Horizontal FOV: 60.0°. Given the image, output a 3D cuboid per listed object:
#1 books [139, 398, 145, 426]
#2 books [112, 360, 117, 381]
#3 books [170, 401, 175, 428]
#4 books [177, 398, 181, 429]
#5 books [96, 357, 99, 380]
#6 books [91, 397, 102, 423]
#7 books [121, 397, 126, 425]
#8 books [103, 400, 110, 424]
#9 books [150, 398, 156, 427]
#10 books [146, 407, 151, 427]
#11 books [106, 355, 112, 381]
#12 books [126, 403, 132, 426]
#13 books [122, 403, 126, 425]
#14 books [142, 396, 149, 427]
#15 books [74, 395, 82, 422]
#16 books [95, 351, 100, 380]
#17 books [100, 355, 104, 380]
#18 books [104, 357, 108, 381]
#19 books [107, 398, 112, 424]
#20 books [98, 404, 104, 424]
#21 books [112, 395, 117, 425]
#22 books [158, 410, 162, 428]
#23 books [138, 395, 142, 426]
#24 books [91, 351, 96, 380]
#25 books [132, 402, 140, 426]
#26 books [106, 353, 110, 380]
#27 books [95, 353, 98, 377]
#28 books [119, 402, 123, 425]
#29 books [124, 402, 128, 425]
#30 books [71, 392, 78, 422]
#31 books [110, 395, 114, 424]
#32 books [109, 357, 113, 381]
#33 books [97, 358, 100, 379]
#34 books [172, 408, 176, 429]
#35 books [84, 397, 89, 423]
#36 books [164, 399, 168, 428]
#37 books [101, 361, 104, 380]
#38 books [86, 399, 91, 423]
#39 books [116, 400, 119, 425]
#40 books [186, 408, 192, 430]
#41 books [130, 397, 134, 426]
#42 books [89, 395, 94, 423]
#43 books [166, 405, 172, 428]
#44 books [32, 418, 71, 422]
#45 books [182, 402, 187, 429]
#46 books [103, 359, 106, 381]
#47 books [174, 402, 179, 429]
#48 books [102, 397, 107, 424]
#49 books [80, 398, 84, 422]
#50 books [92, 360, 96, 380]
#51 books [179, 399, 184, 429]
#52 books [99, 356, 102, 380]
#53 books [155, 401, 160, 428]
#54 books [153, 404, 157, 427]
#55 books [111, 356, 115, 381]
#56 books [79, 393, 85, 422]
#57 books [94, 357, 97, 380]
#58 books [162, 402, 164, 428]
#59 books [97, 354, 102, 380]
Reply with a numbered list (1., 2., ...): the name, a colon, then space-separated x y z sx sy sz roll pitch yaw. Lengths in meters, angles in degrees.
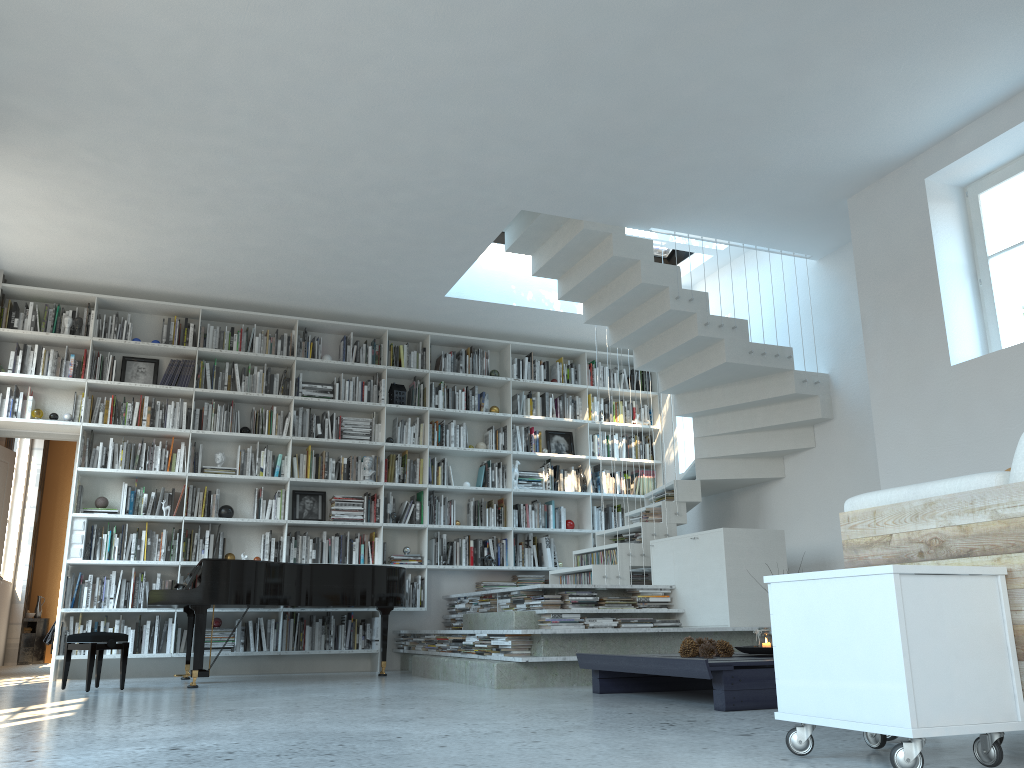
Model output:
1. books: -3.170 0.272 7.595 0.023 0.270 0.187 5 -16 -21
2. books: -3.403 -0.077 7.588 0.012 0.213 0.186 5 -16 -21
3. books: -2.948 0.297 7.682 0.022 0.262 0.175 5 -16 -21
4. books: -2.894 0.287 7.699 0.012 0.290 0.182 5 -16 -21
5. books: -3.525 -0.095 7.547 0.009 0.228 0.185 5 -16 -21
6. books: -3.508 0.252 7.483 0.062 0.257 0.153 5 -16 -21
7. books: -3.315 0.260 7.558 0.012 0.276 0.151 5 -16 -21
8. books: -3.427 0.270 7.499 0.030 0.229 0.172 5 -16 -21
9. books: -3.099 0.277 7.643 0.025 0.285 0.161 5 -16 -21
10. books: -3.114 0.311 7.598 0.029 0.195 0.192 5 -16 -21
11. books: -3.441 -0.102 7.579 0.023 0.257 0.184 5 -16 -21
12. books: -3.266 0.290 7.557 0.031 0.216 0.173 5 -16 -21
13. books: -3.298 0.287 7.545 0.014 0.217 0.164 5 -16 -21
14. books: -3.143 0.266 7.602 0.030 0.285 0.185 5 -16 -21
15. books: -3.641 0.237 7.443 0.044 0.268 0.134 5 -16 -21
16. books: -3.538 -0.120 7.566 0.006 0.288 0.144 5 -16 -21
17. books: -3.495 -0.103 7.552 0.004 0.245 0.189 5 -16 -21
18. books: -3.469 -0.094 7.578 0.019 0.243 0.153 5 -16 -21
19. books: -3.406 0.260 7.508 0.014 0.252 0.187 5 -16 -21
20. books: -3.458 0.280 7.470 0.026 0.194 0.176 5 -16 -21
21. books: -3.374 0.249 7.517 0.011 0.276 0.164 5 -16 -21
22. books: -3.039 0.331 7.655 0.022 0.185 0.137 5 -16 -21
23. books: -3.194 0.259 7.609 0.014 0.303 0.152 5 -16 -21
24. books: -3.565 -0.123 7.549 0.006 0.286 0.148 5 -16 -21
25. books: -3.221 0.287 7.587 0.047 0.237 0.163 5 -16 -21
26. books: -3.457 -0.112 7.586 0.005 0.280 0.191 5 -16 -21
27. books: -3.542 -0.116 7.560 0.005 0.276 0.147 5 -16 -21
28. books: -3.328 0.283 7.552 0.012 0.230 0.150 5 -16 -21
29. books: -3.288 0.284 7.557 0.011 0.228 0.170 5 -16 -21
30. books: -3.659 0.221 7.416 0.012 0.284 0.160 5 -16 -21
31. books: -3.392 0.249 7.521 0.020 0.280 0.165 5 -16 -21
32. books: -3.428 -0.094 7.592 0.011 0.249 0.168 5 -16 -21
33. books: -3.515 -0.089 7.538 0.004 0.213 0.187 5 -16 -21
34. books: -2.935 0.330 7.693 0.013 0.205 0.172 5 -16 -21
35. books: -3.574 0.248 7.458 0.012 0.253 0.161 5 -16 -21
36. books: -2.994 0.286 7.672 0.012 0.280 0.188 5 -16 -21
37. books: -3.502 -0.076 7.587 0.012 0.214 0.132 5 -16 -21
38. books: -3.555 0.257 7.454 0.022 0.232 0.151 5 -16 -21
39. books: -3.353 0.270 7.539 0.047 0.249 0.134 5 -16 -21
40. books: -2.811 0.333 7.704 0.039 0.201 0.236 5 -16 -21
41. books: -3.248 0.267 7.576 0.014 0.272 0.181 5 -16 -21
42. books: -3.537 0.242 7.456 0.012 0.262 0.180 5 -16 -21
43. books: -2.972 0.311 7.669 0.030 0.230 0.172 5 -16 -21
44. books: -3.805 0.317 7.339 0.285 0.012 0.160 5 -16 -19
45. books: -2.855 0.307 7.721 0.035 0.263 0.178 5 -16 -21
46. books: -3.475 -0.086 7.561 0.018 0.218 0.187 5 -16 -21
47. books: -2.922 0.305 7.715 0.024 0.265 0.155 5 -16 -21
48. books: -3.448 0.253 7.499 0.010 0.262 0.151 5 -16 -21
49. books: -3.582 0.249 7.407 0.021 0.224 0.232 5 -16 -21
50. books: -3.556 -0.082 7.546 0.015 0.206 0.172 5 -16 -21
51. books: -2.883 0.292 7.716 0.022 0.288 0.169 5 -16 -21
52. books: -3.509 -0.099 7.569 0.010 0.248 0.166 5 -16 -21
53. books: -3.064 0.293 7.657 0.029 0.260 0.158 5 -16 -21
54. books: -3.077 0.301 7.633 0.013 0.231 0.172 5 -16 -21
55. books: -3.417 -0.096 7.596 0.012 0.254 0.167 5 -16 -21
56. books: -3.610 0.227 7.441 0.010 0.285 0.137 5 -16 -21
57. books: -3.547 -0.097 7.554 0.005 0.237 0.154 5 -16 -21
58. books: -3.022 0.298 7.677 0.035 0.260 0.131 5 -16 -21
59. books: -3.515 -0.108 7.559 0.009 0.259 0.184 5 -16 -21
